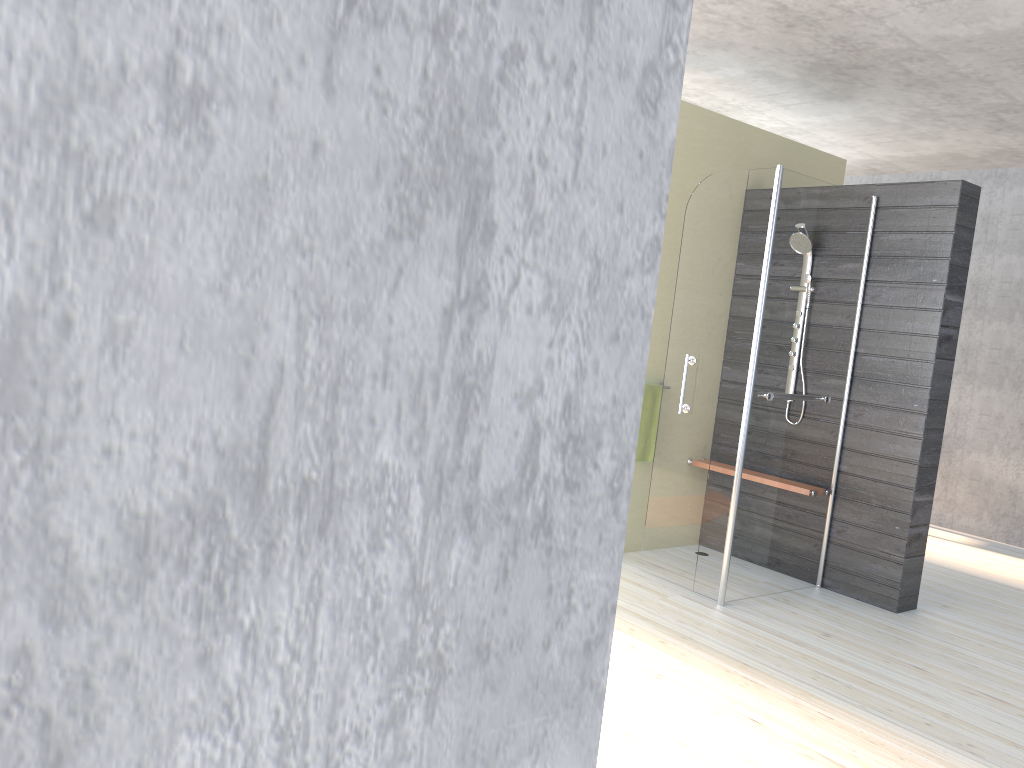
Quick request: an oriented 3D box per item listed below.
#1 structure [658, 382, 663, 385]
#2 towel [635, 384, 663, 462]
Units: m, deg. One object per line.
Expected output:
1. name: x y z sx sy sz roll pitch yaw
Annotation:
1. structure: 0.760 0.013 4.905 0.298 0.046 0.052 3 6 -39
2. towel: 0.734 0.214 4.891 0.214 0.433 0.070 2 6 -43
